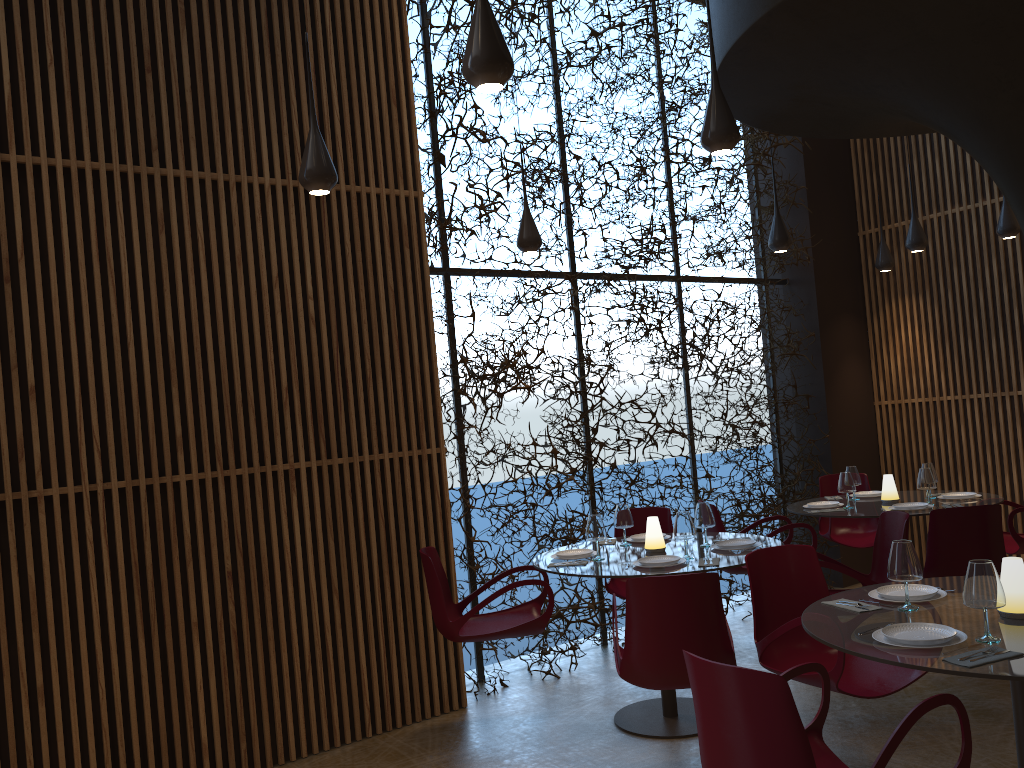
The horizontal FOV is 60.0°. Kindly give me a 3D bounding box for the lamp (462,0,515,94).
[{"bbox_3d":[-0.359,-4.215,3.313,0.196,6.274,0.196,-5,-1,9],"label":"lamp"}]

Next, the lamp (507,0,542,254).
[{"bbox_3d":[-0.142,-4.100,6.636,0.196,6.274,0.196,-5,-1,-11],"label":"lamp"}]

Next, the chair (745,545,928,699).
[{"bbox_3d":[1.612,1.190,4.504,0.624,0.636,0.874,-4,-2,-21],"label":"chair"}]

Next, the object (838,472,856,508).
[{"bbox_3d":[2.771,0.878,7.334,0.142,0.295,0.142,-4,-1,-37],"label":"object"}]

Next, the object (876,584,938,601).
[{"bbox_3d":[1.812,0.958,4.067,0.263,0.029,0.263,-3,-3,-35],"label":"object"}]

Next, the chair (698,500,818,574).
[{"bbox_3d":[2.044,1.273,7.507,0.872,0.636,0.625,-5,-2,-1],"label":"chair"}]

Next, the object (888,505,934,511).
[{"bbox_3d":[3.123,0.968,6.941,0.331,0.014,0.332,-4,-2,-17],"label":"object"}]

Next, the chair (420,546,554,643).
[{"bbox_3d":[-0.168,1.410,6.046,0.872,0.636,0.625,-5,-2,-1],"label":"chair"}]

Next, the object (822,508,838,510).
[{"bbox_3d":[2.640,1.036,7.519,0.204,0.012,0.411,-5,-2,5],"label":"object"}]

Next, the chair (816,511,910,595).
[{"bbox_3d":[2.167,1.193,5.815,0.873,0.636,0.625,-5,-2,4],"label":"chair"}]

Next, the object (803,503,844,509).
[{"bbox_3d":[2.640,1.034,7.515,0.332,0.014,0.331,-7,-3,35],"label":"object"}]

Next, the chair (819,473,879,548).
[{"bbox_3d":[3.262,1.204,8.472,0.625,0.636,0.873,-5,-2,9],"label":"chair"}]

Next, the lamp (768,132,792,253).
[{"bbox_3d":[2.014,-4.252,7.598,0.196,6.274,0.196,-5,-1,-11],"label":"lamp"}]

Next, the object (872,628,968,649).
[{"bbox_3d":[1.548,0.963,3.371,0.331,0.014,0.332,-3,-3,-43],"label":"object"}]

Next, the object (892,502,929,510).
[{"bbox_3d":[3.123,0.958,6.941,0.263,0.029,0.263,-3,-3,-43],"label":"object"}]

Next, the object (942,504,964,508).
[{"bbox_3d":[3.410,0.946,6.847,0.126,0.017,0.262,-6,-2,14],"label":"object"}]

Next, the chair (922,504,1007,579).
[{"bbox_3d":[3.061,1.131,6.224,0.625,0.636,0.873,-5,-2,4],"label":"chair"}]

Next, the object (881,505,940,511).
[{"bbox_3d":[3.119,0.970,6.942,0.411,0.012,0.204,-5,-2,10],"label":"object"}]

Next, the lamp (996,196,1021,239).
[{"bbox_3d":[4.160,-4.428,7.954,0.196,6.274,0.195,-6,-1,39],"label":"lamp"}]

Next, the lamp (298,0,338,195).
[{"bbox_3d":[-1.246,-4.088,4.507,0.196,6.274,0.195,-6,-1,29],"label":"lamp"}]

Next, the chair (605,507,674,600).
[{"bbox_3d":[1.050,1.341,7.011,0.625,0.636,0.873,-5,-2,9],"label":"chair"}]

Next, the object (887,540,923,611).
[{"bbox_3d":[1.709,0.831,3.854,0.142,0.295,0.142,-5,-1,2],"label":"object"}]

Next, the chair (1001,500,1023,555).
[{"bbox_3d":[4.379,1.056,7.276,0.873,0.636,0.625,-5,-2,4],"label":"chair"}]

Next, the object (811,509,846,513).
[{"bbox_3d":[2.574,1.035,7.220,0.262,0.017,0.126,-5,-2,9],"label":"object"}]

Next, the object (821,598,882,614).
[{"bbox_3d":[1.524,0.997,3.984,0.126,0.017,0.262,-4,-2,-19],"label":"object"}]

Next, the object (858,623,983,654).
[{"bbox_3d":[1.546,0.965,3.375,0.204,0.012,0.411,-4,-3,-25],"label":"object"}]

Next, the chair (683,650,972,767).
[{"bbox_3d":[1.037,1.182,3.057,0.872,0.636,0.626,-4,-2,-31],"label":"chair"}]

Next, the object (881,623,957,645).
[{"bbox_3d":[1.547,0.954,3.371,0.263,0.029,0.263,-4,-3,-27],"label":"object"}]

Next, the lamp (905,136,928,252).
[{"bbox_3d":[3.482,-4.356,8.263,0.196,6.274,0.196,-5,-1,-11],"label":"lamp"}]

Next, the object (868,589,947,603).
[{"bbox_3d":[1.813,0.968,4.067,0.331,0.014,0.332,-5,-2,-9],"label":"object"}]

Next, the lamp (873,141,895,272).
[{"bbox_3d":[3.692,-4.326,9.465,0.196,6.274,0.196,-5,-1,-11],"label":"lamp"}]

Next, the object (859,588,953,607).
[{"bbox_3d":[1.817,0.969,4.069,0.410,0.012,0.204,-4,-3,-23],"label":"object"}]

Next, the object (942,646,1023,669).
[{"bbox_3d":[1.638,0.951,3.083,0.261,0.017,0.126,-4,-2,-21],"label":"object"}]

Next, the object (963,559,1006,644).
[{"bbox_3d":[1.751,0.804,3.287,0.142,0.295,0.142,-4,-1,-44],"label":"object"}]

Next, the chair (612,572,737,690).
[{"bbox_3d":[0.850,1.268,4.763,0.625,0.636,0.873,-5,-2,4],"label":"chair"}]

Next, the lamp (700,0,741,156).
[{"bbox_3d":[0.760,-4.269,4.432,0.196,6.274,0.196,-5,-1,9],"label":"lamp"}]

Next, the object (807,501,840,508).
[{"bbox_3d":[2.639,1.025,7.515,0.263,0.029,0.263,-7,-3,41],"label":"object"}]
